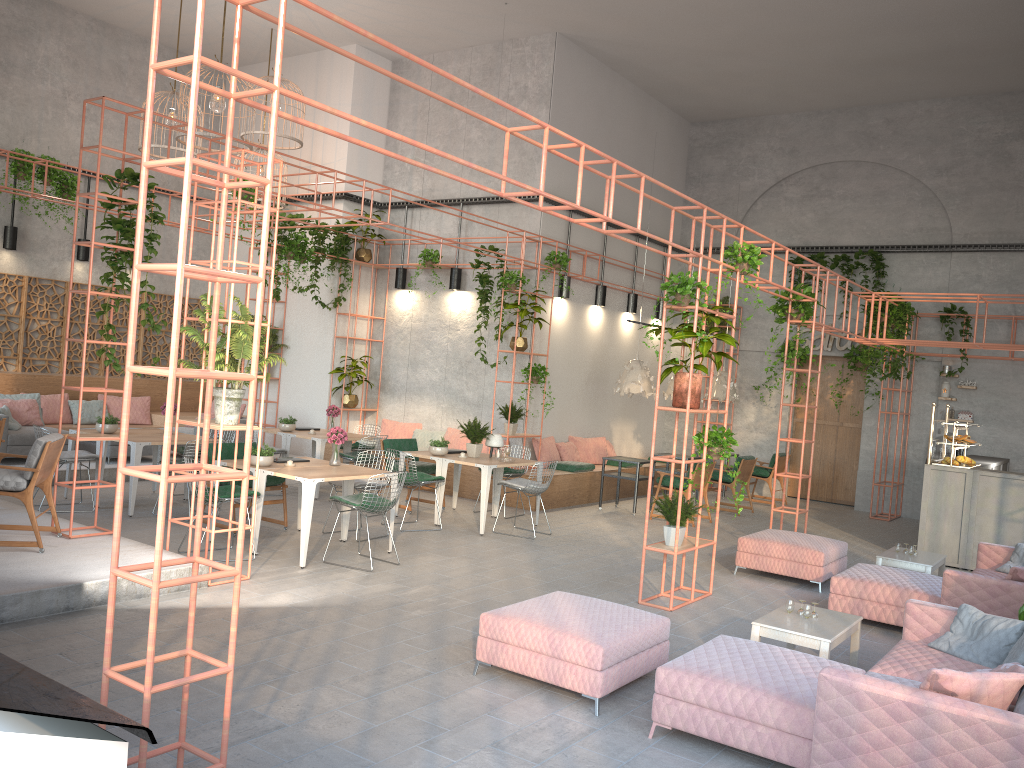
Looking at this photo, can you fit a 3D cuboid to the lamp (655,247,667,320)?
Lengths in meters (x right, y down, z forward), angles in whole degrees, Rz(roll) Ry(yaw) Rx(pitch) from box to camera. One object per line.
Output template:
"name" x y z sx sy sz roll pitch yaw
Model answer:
"lamp" 2.962 -1.982 17.415 0.185 1.425 0.179 5 1 35

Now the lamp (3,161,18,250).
"lamp" -7.841 -2.828 13.930 0.185 1.436 0.185 5 1 -14

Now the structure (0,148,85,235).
"structure" -7.204 -2.996 13.489 0.670 1.290 1.434 5 1 35

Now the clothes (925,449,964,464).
"clothes" 7.367 1.343 15.016 0.625 0.997 0.366 5 1 15

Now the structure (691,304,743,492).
"structure" 3.961 0.258 17.272 0.630 3.597 0.430 5 1 35

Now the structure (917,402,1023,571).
"structure" 7.377 1.401 12.074 2.579 2.022 4.057 5 1 35

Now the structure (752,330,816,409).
"structure" 5.214 -0.298 16.779 0.950 1.527 0.921 4 1 -22

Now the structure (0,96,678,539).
"structure" -1.259 -0.719 14.373 4.501 4.345 14.096 5 1 34

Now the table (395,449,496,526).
"table" -0.827 1.315 11.514 0.694 0.830 1.205 5 1 35

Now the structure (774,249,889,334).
"structure" 5.829 -1.694 16.218 1.939 1.514 0.856 5 1 29

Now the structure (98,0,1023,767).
"structure" 3.957 0.354 8.763 4.157 4.247 14.689 5 1 35

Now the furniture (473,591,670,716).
"furniture" 0.417 1.702 5.837 0.941 0.446 0.976 5 1 35

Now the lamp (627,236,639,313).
"lamp" 2.273 -2.026 16.423 0.185 1.425 0.179 5 1 35

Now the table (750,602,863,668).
"table" 2.013 1.834 6.068 0.520 0.455 0.916 5 1 35

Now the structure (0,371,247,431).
"structure" -7.189 0.445 12.538 3.396 1.111 9.152 5 1 35

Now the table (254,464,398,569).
"table" -1.829 1.281 8.825 0.694 0.830 1.214 5 1 35

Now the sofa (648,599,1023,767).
"sofa" 2.122 1.745 5.154 1.960 0.672 2.219 5 1 35

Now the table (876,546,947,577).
"table" 4.028 1.958 8.969 0.520 0.455 0.916 5 1 35

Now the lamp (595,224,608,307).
"lamp" 1.590 -2.069 15.440 0.185 1.425 0.179 5 1 35

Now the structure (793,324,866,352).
"structure" 5.816 -0.855 16.320 1.312 0.505 0.063 5 1 35

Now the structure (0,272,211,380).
"structure" -8.297 -0.716 13.722 0.132 2.103 9.782 5 1 35

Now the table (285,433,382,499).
"table" -2.563 1.153 12.731 0.694 0.830 1.214 5 1 35

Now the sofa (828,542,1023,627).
"sofa" 4.137 1.872 8.055 1.960 0.672 2.219 5 1 35

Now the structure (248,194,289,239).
"structure" -4.307 -2.967 15.689 0.903 0.803 0.934 5 1 6

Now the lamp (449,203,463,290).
"lamp" -0.884 -2.264 14.597 0.179 1.425 0.185 5 1 35

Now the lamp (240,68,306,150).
"lamp" -3.366 -5.272 12.943 0.883 3.476 0.883 5 1 -3

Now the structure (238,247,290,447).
"structure" -4.478 -0.631 15.877 0.624 3.596 0.424 5 1 35

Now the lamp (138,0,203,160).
"lamp" -5.027 -5.198 13.371 0.883 3.476 0.883 5 1 -3

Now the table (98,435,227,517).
"table" -4.124 1.054 10.488 0.694 0.830 1.214 5 1 35

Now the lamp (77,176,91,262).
"lamp" -7.163 -2.785 14.906 0.185 1.436 0.185 5 1 -14

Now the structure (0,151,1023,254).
"structure" -0.265 -2.910 11.495 15.603 0.110 15.203 5 1 35

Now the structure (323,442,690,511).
"structure" 0.216 1.515 16.333 4.386 0.500 5.831 5 1 35

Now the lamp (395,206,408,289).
"lamp" -1.872 -2.355 15.287 0.179 1.425 0.185 5 1 35

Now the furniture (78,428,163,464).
"furniture" -5.751 0.885 13.097 0.941 0.446 0.975 5 1 35

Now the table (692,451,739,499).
"table" 3.745 1.662 16.335 0.635 0.798 0.602 5 1 35

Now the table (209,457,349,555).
"table" -2.401 1.228 9.219 0.694 0.830 1.205 5 1 35

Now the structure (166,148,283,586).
"structure" -2.474 -0.146 7.602 0.624 3.602 0.424 5 1 35

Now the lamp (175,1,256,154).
"lamp" -3.433 -4.608 10.641 0.883 3.476 0.883 5 1 -3

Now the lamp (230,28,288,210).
"lamp" -4.086 -4.719 14.743 0.883 3.476 0.883 5 1 -3

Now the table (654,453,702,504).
"table" 2.745 1.599 14.894 0.635 0.798 0.602 5 1 35

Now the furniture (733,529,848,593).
"furniture" 3.039 1.868 9.612 0.941 0.446 0.976 5 1 35

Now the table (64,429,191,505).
"table" -4.694 1.001 10.881 0.694 0.830 1.205 5 1 35

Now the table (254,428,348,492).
"table" -3.134 1.100 13.126 0.694 0.830 1.205 5 1 35

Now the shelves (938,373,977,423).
"shelves" 7.509 0.236 14.965 0.560 0.790 0.186 5 1 35

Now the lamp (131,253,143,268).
"lamp" -6.605 -2.750 15.710 0.185 1.436 0.179 5 1 35

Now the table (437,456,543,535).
"table" -0.255 1.368 11.119 0.694 0.830 1.214 5 1 35

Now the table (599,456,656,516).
"table" 1.745 1.536 13.454 0.635 0.798 0.602 5 1 35

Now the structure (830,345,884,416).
"structure" 6.316 -0.176 16.060 0.950 1.527 0.921 5 1 33

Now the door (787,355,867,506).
"door" 6.109 0.856 16.917 1.360 2.729 0.551 5 1 35
